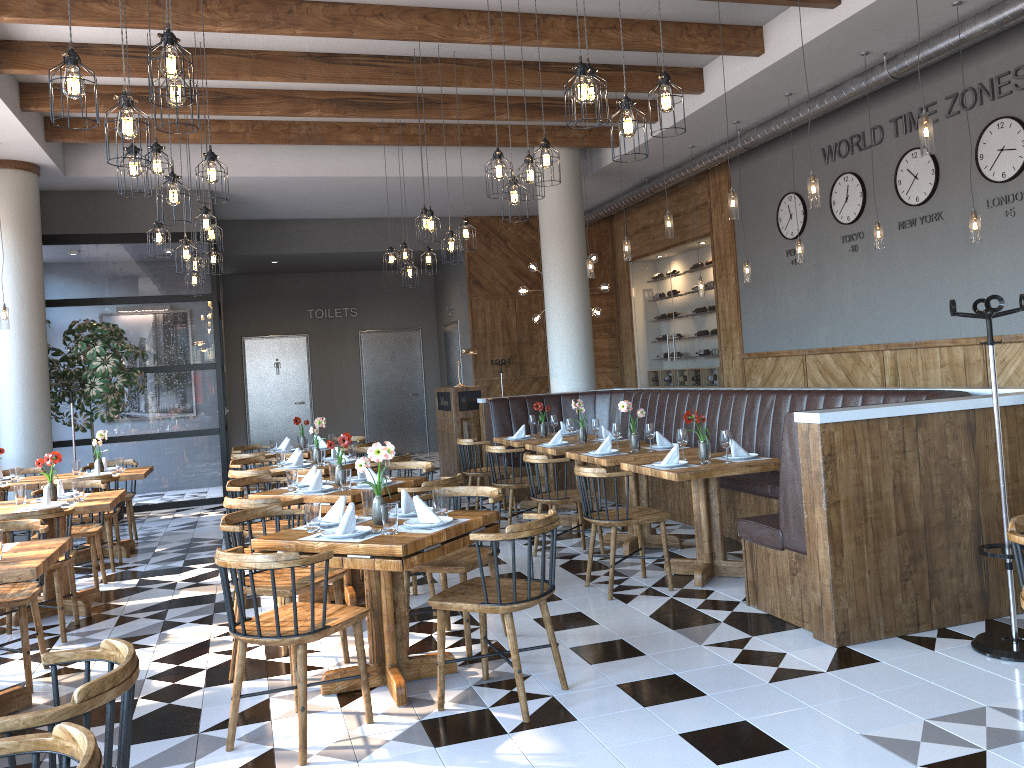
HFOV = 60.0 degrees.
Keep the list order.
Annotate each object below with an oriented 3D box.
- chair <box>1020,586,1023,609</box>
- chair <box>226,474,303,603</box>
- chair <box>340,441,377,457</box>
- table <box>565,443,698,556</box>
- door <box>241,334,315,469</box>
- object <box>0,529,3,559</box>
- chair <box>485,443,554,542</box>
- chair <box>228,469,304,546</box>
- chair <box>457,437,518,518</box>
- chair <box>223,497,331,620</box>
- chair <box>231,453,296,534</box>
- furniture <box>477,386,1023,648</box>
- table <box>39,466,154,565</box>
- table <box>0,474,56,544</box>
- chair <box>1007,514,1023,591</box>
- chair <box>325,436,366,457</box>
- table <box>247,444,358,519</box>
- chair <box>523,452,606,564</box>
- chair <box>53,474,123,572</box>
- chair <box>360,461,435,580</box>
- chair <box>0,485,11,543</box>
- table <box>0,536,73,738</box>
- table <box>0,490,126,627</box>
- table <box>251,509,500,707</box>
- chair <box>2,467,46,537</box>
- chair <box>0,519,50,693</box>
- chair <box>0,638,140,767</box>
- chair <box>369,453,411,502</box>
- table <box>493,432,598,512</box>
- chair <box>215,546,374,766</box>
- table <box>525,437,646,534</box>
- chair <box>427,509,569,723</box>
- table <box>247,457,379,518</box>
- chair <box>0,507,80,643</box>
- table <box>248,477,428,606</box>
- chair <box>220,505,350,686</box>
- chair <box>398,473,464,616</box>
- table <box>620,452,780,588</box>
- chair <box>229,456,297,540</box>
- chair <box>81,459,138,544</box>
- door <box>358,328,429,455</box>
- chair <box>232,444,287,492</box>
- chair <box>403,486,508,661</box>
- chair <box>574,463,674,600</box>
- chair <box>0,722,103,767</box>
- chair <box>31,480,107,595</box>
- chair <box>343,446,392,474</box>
[{"bbox_3d":[1.599,0.915,2.158,0.550,0.818,0.519,-4,-1,-17],"label":"chair"},{"bbox_3d":[-1.704,1.074,6.279,0.549,0.818,0.520,-4,-1,28],"label":"chair"},{"bbox_3d":[-1.662,1.025,9.259,0.549,0.818,0.520,-4,-1,28],"label":"chair"},{"bbox_3d":[0.992,0.908,6.996,0.851,0.764,0.849,-4,0,-17],"label":"table"},{"bbox_3d":[-4.251,0.300,16.195,1.207,2.396,0.114,-4,-2,-17],"label":"door"},{"bbox_3d":[-2.347,0.730,4.009,0.080,0.132,0.080,-3,-1,-32],"label":"object"},{"bbox_3d":[0.067,0.930,7.859,0.550,0.818,0.519,-4,-1,-17],"label":"chair"},{"bbox_3d":[-1.981,1.079,7.185,0.519,0.818,0.550,-4,-1,28],"label":"chair"},{"bbox_3d":[-0.254,0.935,8.912,0.550,0.818,0.519,-4,-1,-17],"label":"chair"},{"bbox_3d":[-1.439,1.070,5.408,0.519,0.818,0.550,-4,-1,28],"label":"chair"},{"bbox_3d":[-2.532,1.088,8.992,0.519,0.818,0.550,-4,-1,28],"label":"chair"},{"bbox_3d":[1.495,0.668,7.748,1.919,1.151,6.579,-4,1,-17],"label":"furniture"},{"bbox_3d":[-3.787,1.212,8.185,0.851,0.764,0.849,-4,0,-17],"label":"table"},{"bbox_3d":[-4.604,1.271,7.934,0.851,0.764,0.849,-4,0,-17],"label":"table"},{"bbox_3d":[2.014,0.875,2.966,0.520,0.818,0.549,-4,-1,-17],"label":"chair"},{"bbox_3d":[-1.942,1.030,10.149,0.519,0.818,0.550,-4,-1,28],"label":"chair"},{"bbox_3d":[-2.223,1.085,9.558,0.863,0.764,0.865,-4,0,28],"label":"table"},{"bbox_3d":[0.388,0.925,6.806,0.550,0.818,0.519,-4,-1,-17],"label":"chair"},{"bbox_3d":[-3.607,1.183,7.562,0.520,0.818,0.549,-4,-1,-17],"label":"chair"},{"bbox_3d":[-0.834,1.011,6.547,0.519,0.818,0.550,-4,-1,28],"label":"chair"},{"bbox_3d":[-4.412,1.241,7.315,0.520,0.818,0.549,-4,-1,-17],"label":"chair"},{"bbox_3d":[-2.518,1.191,4.021,0.851,0.764,0.849,-4,0,-17],"label":"table"},{"bbox_3d":[-3.159,1.202,6.125,0.851,0.764,0.849,-4,0,-17],"label":"table"},{"bbox_3d":[-0.609,1.058,4.266,0.863,0.764,0.865,-4,0,28],"label":"table"},{"bbox_3d":[-4.792,1.247,8.562,0.520,0.818,0.549,-4,-1,-17],"label":"chair"},{"bbox_3d":[-2.717,1.168,4.646,0.520,0.818,0.549,-4,-1,-17],"label":"chair"},{"bbox_3d":[-1.173,1.103,2.128,0.550,0.818,0.519,-4,-1,-17],"label":"chair"},{"bbox_3d":[-1.111,1.016,7.452,0.549,0.818,0.520,-4,-1,28],"label":"chair"},{"bbox_3d":[0.353,0.918,9.092,0.851,0.764,0.849,-4,0,-17],"label":"table"},{"bbox_3d":[-0.914,1.061,3.688,0.519,0.818,0.550,-4,-1,28],"label":"chair"},{"bbox_3d":[0.675,0.913,8.038,0.851,0.764,0.849,-4,0,-17],"label":"table"},{"bbox_3d":[-0.044,0.998,3.956,0.549,0.818,0.520,-4,-1,28],"label":"chair"},{"bbox_3d":[-1.676,1.076,7.762,0.863,0.764,0.865,-4,0,28],"label":"table"},{"bbox_3d":[-2.979,1.172,5.502,0.520,0.818,0.549,-4,-1,-17],"label":"chair"},{"bbox_3d":[-1.134,1.067,5.985,0.863,0.764,0.865,-4,0,28],"label":"table"},{"bbox_3d":[-1.180,1.066,4.559,0.549,0.818,0.520,-4,-1,28],"label":"chair"},{"bbox_3d":[-0.569,1.007,5.675,0.549,0.818,0.520,-4,-1,28],"label":"chair"},{"bbox_3d":[1.314,0.902,5.942,0.851,0.764,0.849,-4,0,-17],"label":"table"},{"bbox_3d":[-2.246,1.083,8.056,0.549,0.818,0.520,-4,-1,28],"label":"chair"},{"bbox_3d":[-3.987,1.189,8.810,0.520,0.818,0.549,-4,-1,-17],"label":"chair"},{"bbox_3d":[-2.234,0.155,16.816,1.207,2.396,0.114,-4,-2,-17],"label":"door"},{"bbox_3d":[-2.797,1.092,9.863,0.549,0.818,0.520,-4,-1,28],"label":"chair"},{"bbox_3d":[-0.310,1.003,4.827,0.519,0.818,0.550,-4,-1,28],"label":"chair"},{"bbox_3d":[0.710,0.919,5.753,0.550,0.818,0.519,-4,-1,-17],"label":"chair"},{"bbox_3d":[-0.989,1.100,1.526,0.550,0.818,0.519,-4,-1,-17],"label":"chair"},{"bbox_3d":[-3.359,1.179,6.750,0.520,0.818,0.549,-4,-1,-17],"label":"chair"},{"bbox_3d":[-1.376,1.020,8.324,0.519,0.818,0.550,-4,-1,28],"label":"chair"}]
